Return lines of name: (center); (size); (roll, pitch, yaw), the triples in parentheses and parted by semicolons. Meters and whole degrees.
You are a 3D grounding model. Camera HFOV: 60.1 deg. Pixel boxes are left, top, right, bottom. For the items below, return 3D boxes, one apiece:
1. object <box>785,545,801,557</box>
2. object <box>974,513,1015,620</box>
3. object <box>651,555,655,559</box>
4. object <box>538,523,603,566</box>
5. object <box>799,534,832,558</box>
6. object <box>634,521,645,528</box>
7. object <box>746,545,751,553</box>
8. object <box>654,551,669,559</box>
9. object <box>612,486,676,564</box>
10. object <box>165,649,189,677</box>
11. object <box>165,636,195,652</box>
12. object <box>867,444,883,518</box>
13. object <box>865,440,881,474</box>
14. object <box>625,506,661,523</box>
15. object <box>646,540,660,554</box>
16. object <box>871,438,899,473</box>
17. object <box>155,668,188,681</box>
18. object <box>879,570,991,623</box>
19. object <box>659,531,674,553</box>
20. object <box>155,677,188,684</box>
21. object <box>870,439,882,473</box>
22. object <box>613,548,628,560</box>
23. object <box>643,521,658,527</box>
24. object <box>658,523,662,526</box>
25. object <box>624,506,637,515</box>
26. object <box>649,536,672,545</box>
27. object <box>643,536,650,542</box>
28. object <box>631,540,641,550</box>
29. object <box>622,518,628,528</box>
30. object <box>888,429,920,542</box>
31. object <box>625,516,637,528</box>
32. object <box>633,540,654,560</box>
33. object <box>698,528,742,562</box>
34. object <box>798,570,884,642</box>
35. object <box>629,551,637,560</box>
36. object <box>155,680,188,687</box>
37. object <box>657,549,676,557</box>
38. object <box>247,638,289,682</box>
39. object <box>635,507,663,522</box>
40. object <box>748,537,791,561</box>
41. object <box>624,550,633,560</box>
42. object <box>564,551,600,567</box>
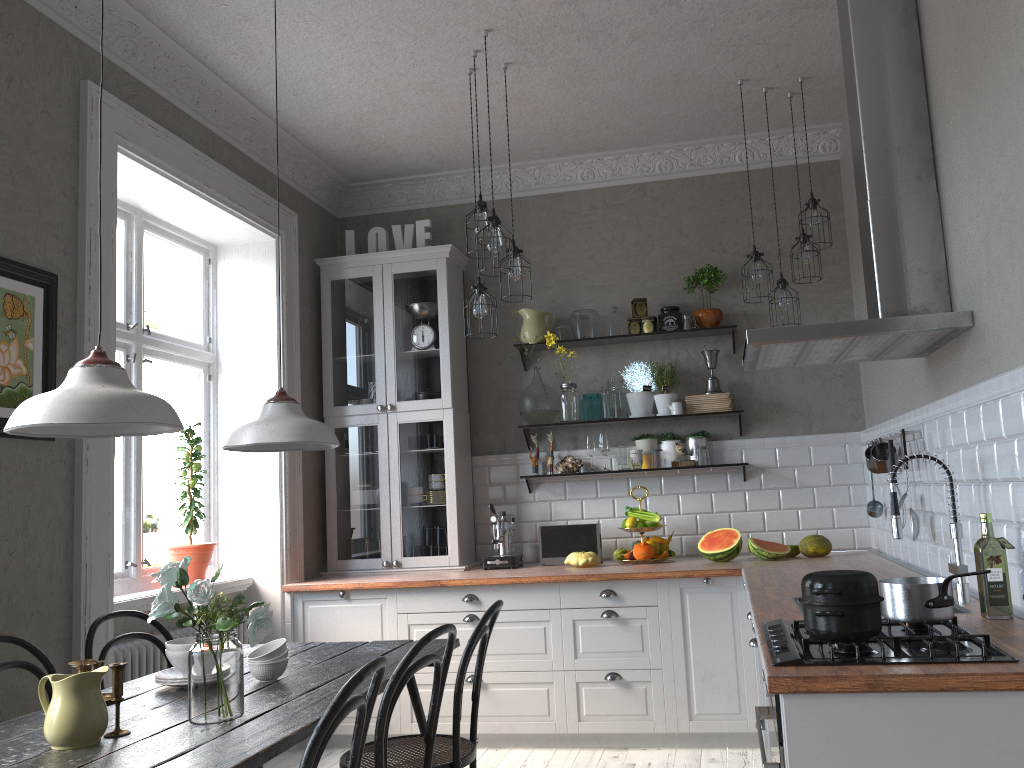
object: (1.481, 0.894, 4.747); (0.203, 0.073, 0.118); (0, -8, -25)
object: (1.314, 0.492, 2.400); (0.089, 0.282, 0.082); (-4, -7, 12)
object: (0.752, 0.954, 4.879); (0.070, 0.065, 0.070); (-8, -9, 33)
object: (0.334, 0.917, 5.057); (0.349, 0.226, 0.089); (-4, -7, 11)
object: (1.602, 0.855, 4.677); (0.207, 0.119, 0.130); (1, -8, -25)
object: (0.705, 0.788, 4.904); (0.063, 0.061, 0.067); (-4, -7, 12)
object: (1.388, 0.917, 4.863); (0.196, 0.067, 0.104); (-5, -8, 18)
object: (0.818, 0.942, 4.861); (0.069, 0.051, 0.088); (1, -9, -30)
object: (0.725, 0.785, 4.958); (0.353, 0.425, 0.351); (-3, -7, -3)
object: (-0.979, 0.863, 2.748); (0.179, 0.094, 0.180); (-3, -7, 3)
object: (-0.980, 0.842, 2.750); (0.179, 0.094, 0.180); (-3, -7, 3)
object: (1.816, 0.484, 4.467); (0.076, 0.378, 0.083); (-4, -7, 12)
object: (1.745, 0.348, 4.228); (0.107, 0.161, 0.139); (-6, -8, 24)
object: (0.730, 0.725, 4.937); (0.208, 0.101, 0.068); (-5, -8, 17)
object: (0.770, 0.901, 4.884); (0.087, 0.078, 0.089); (-9, -9, 38)
object: (1.677, 0.319, 3.980); (0.106, 0.161, 0.139); (-7, -8, 29)
object: (-0.976, 0.898, 2.743); (0.233, 0.027, 0.242); (-8, -9, 34)
object: (1.075, 0.523, 2.217); (0.178, 0.134, 0.297); (4, -10, -43)
object: (0.855, 0.881, 4.937); (0.060, 0.120, 0.128); (-8, -9, 35)
object: (-0.976, 0.906, 2.742); (0.241, 0.027, 0.234); (0, -8, -20)
object: (1.715, 0.333, 4.102); (0.107, 0.161, 0.138); (-5, -8, 14)
object: (0.628, 0.956, 4.977); (0.075, 0.072, 0.155); (-9, -10, 41)
object: (0.768, 0.789, 4.927); (0.076, 0.062, 0.099); (-1, -8, -15)
object: (0.814, 0.787, 4.949); (0.051, 0.050, 0.050); (-6, -8, 21)
object: (0.665, 0.709, 4.956); (0.073, 0.058, 0.050); (-1, -7, -12)
object: (0.829, 0.878, 4.950); (0.126, 0.056, 0.060); (-3, -7, 3)
object: (0.764, 0.906, 5.003); (0.085, 0.093, 0.087); (-4, -7, 8)
object: (0.736, 0.920, 5.014); (0.077, 0.076, 0.157); (-9, -9, 38)
object: (0.664, 0.793, 4.974); (0.096, 0.078, 0.101); (-3, -7, -1)
object: (1.575, 0.411, 3.608); (0.080, 0.443, 0.332); (-4, -7, 13)
object: (0.661, 0.767, 4.900); (0.058, 0.069, 0.080); (-7, -9, 31)
object: (0.714, 0.906, 4.817); (0.114, 0.110, 0.110); (0, -8, -21)
object: (1.103, 0.857, 4.698); (0.231, 0.174, 0.222); (-8, -9, 33)
object: (0.759, 0.510, 2.044); (0.191, 0.147, 0.192); (-2, -7, -8)
object: (0.677, 0.961, 4.945); (0.070, 0.076, 0.228); (-2, -7, -5)
object: (-0.976, 0.915, 2.741); (0.233, 0.027, 0.242); (-7, -8, 29)
object: (0.830, 0.948, 4.985); (0.055, 0.044, 0.212); (3, -10, -39)
object: (-0.757, 0.858, 2.749); (0.122, 0.119, 0.130); (-7, -8, 27)
object: (0.773, 0.741, 4.997); (0.177, 0.096, 0.090); (-8, -9, 31)
object: (1.344, 0.855, 4.598); (0.225, 0.127, 0.148); (-2, -7, -6)
object: (0.659, 0.952, 4.934); (0.083, 0.057, 0.090); (-10, -10, 43)
object: (0.385, 0.957, 4.833); (0.195, 0.083, 0.191); (-5, -8, 12)
